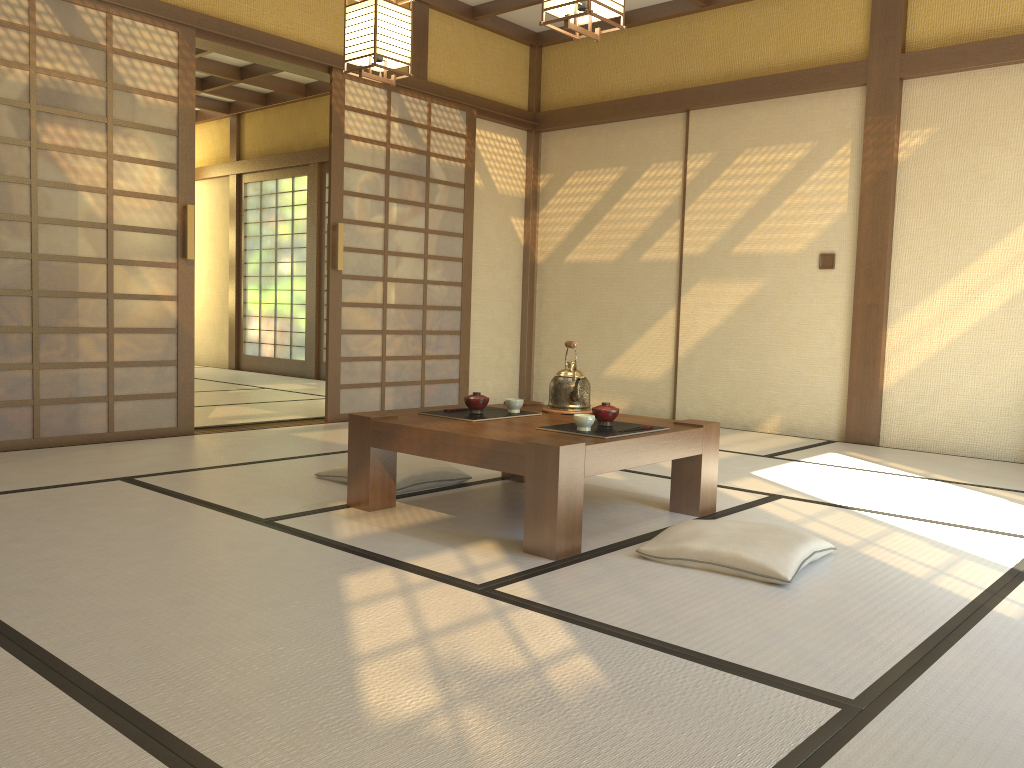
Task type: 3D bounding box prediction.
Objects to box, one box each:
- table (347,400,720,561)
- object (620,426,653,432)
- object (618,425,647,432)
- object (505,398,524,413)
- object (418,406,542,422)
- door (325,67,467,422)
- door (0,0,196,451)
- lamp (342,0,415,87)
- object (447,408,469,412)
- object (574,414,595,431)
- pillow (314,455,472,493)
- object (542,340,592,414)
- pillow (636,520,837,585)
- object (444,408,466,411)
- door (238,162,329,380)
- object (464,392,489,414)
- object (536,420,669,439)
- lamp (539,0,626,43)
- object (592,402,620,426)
[{"bbox_3d":[0.090,0.303,3.368,1.000,0.350,1.000,6,6,41],"label":"table"},{"bbox_3d":[0.438,0.158,3.114,0.008,0.008,0.200,6,6,41],"label":"object"},{"bbox_3d":[0.426,0.157,3.126,0.008,0.008,0.200,5,6,37],"label":"object"},{"bbox_3d":[0.009,0.087,3.557,0.074,0.052,0.073,1,5,-6],"label":"object"},{"bbox_3d":[-0.123,0.117,3.504,0.300,0.007,0.400,6,6,41],"label":"object"},{"bbox_3d":[-0.790,-0.902,6.174,0.076,2.265,1.230,6,6,41],"label":"door"},{"bbox_3d":[-2.214,-0.819,4.545,0.076,2.265,1.230,6,6,41],"label":"door"},{"bbox_3d":[-0.597,-1.945,4.012,0.240,1.129,0.240,6,6,41],"label":"lamp"},{"bbox_3d":[-0.196,0.101,3.577,0.008,0.008,0.200,5,5,35],"label":"object"},{"bbox_3d":[0.249,0.134,3.063,0.074,0.052,0.073,1,5,-6],"label":"object"},{"bbox_3d":[-0.518,0.384,3.872,0.496,0.107,0.486,6,6,45],"label":"pillow"},{"bbox_3d":[0.241,-0.030,3.679,0.226,0.296,0.219,5,6,36],"label":"object"},{"bbox_3d":[0.716,0.507,2.800,0.486,0.107,0.496,5,5,34],"label":"pillow"},{"bbox_3d":[-0.204,0.100,3.587,0.008,0.008,0.200,5,6,39],"label":"object"},{"bbox_3d":[-2.030,-1.162,9.253,2.890,2.230,0.140,6,6,41],"label":"door"},{"bbox_3d":[-0.139,0.073,3.462,0.100,0.080,0.100,6,6,41],"label":"object"},{"bbox_3d":[0.327,0.158,3.159,0.300,0.007,0.400,6,6,41],"label":"object"},{"bbox_3d":[0.280,-1.857,3.250,0.240,1.129,0.240,6,6,41],"label":"lamp"},{"bbox_3d":[0.338,0.108,3.210,0.100,0.080,0.100,6,6,41],"label":"object"}]
